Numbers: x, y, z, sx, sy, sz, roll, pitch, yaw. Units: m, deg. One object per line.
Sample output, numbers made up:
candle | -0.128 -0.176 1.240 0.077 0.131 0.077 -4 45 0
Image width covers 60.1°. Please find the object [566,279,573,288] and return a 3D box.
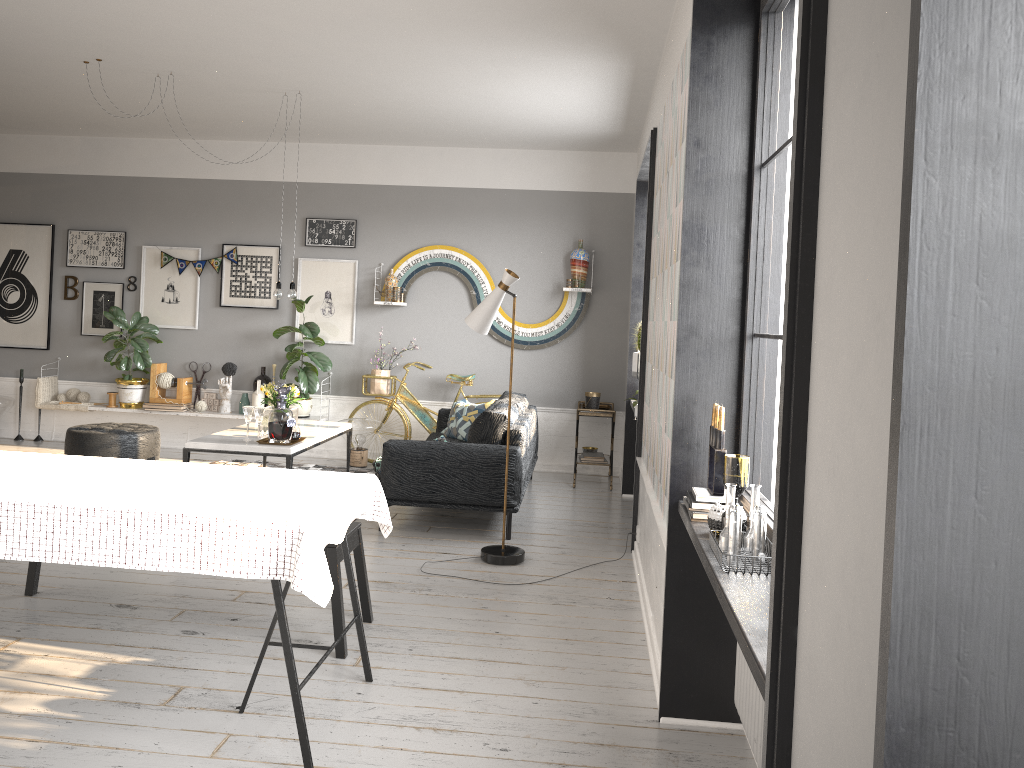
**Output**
object | 0.523 -0.914 8.057 0.060 0.079 0.060 2 2 -6

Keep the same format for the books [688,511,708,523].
books | 0.668 0.428 2.941 0.162 0.011 0.268 3 4 8

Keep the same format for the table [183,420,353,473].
table | -1.729 0.600 6.468 0.732 0.510 1.459 3 4 5

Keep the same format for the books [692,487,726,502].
books | 0.660 0.365 2.904 0.124 0.017 0.154 3 4 6

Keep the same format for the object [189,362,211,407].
object | -3.022 0.018 8.550 0.221 0.463 0.019 3 0 5

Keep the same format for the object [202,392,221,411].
object | -2.853 0.172 8.498 0.265 0.173 0.078 3 1 11

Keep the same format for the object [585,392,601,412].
object | 0.690 0.155 7.624 0.142 0.160 0.138 5 3 43

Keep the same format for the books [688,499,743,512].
books | 0.672 0.400 2.930 0.174 0.011 0.216 3 4 11

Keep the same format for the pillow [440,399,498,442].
pillow | -0.323 0.283 7.377 0.443 0.361 0.801 2 4 -13

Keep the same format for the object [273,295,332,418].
object | -1.954 -0.258 8.272 0.568 1.149 0.415 4 1 45

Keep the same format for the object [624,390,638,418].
object | 0.833 0.138 5.626 0.246 0.203 0.171 3 2 7

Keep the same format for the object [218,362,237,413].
object | -2.698 0.034 8.390 0.155 0.483 0.136 3 1 5

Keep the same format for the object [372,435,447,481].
object | -0.681 0.559 6.178 0.490 0.328 0.668 3 3 0

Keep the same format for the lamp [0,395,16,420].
lamp | -5.030 0.325 8.512 0.433 0.437 0.432 4 3 27

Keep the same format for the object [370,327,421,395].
object | -1.105 -0.208 8.181 0.488 0.640 0.253 3 1 23

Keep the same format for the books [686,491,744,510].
books | 0.663 0.385 2.907 0.162 0.022 0.199 3 4 6

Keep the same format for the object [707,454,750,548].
object | 0.635 0.329 2.603 0.115 0.256 0.194 3 2 15

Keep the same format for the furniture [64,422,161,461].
furniture | -3.348 0.527 7.431 0.735 0.356 0.737 2 4 -8

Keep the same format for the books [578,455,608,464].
books | 0.707 0.659 7.736 0.230 0.016 0.286 3 4 -1

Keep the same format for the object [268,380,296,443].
object | -1.534 0.185 5.892 0.156 0.417 0.148 3 1 25

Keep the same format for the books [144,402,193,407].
books | -3.269 0.186 8.431 0.379 0.017 0.229 3 4 2

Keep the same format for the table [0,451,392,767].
table | -1.508 0.719 3.106 2.025 0.783 0.933 3 3 5

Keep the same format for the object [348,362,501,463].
object | -0.726 0.290 8.169 1.625 0.969 0.427 2 1 -3

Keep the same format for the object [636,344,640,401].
object | 1.048 -0.100 7.075 0.145 0.490 0.162 3 1 41

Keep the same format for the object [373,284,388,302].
object | -1.213 -0.846 8.200 0.197 0.165 0.060 5 2 39

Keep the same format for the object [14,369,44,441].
object | -4.695 0.200 8.623 0.279 0.700 0.092 3 0 -3

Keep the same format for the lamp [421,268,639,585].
lamp | 0.171 0.197 5.009 1.246 1.701 0.680 3 1 3

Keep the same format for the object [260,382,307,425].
object | -1.685 0.170 6.457 0.325 0.351 0.352 3 2 7

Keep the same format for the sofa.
sofa | -0.335 0.508 6.754 0.970 0.796 2.346 3 4 5

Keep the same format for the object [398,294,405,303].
object | -1.036 -0.804 8.277 0.062 0.081 0.062 2 2 -19

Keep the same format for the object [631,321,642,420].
object | 0.885 -0.105 5.794 0.228 0.670 0.236 2 1 -24

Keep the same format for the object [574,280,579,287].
object | 0.586 -0.908 8.017 0.050 0.058 0.050 3 2 -5

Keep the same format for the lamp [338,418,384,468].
lamp | -1.386 0.533 8.024 0.433 0.437 0.432 4 3 36

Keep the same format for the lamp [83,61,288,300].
lamp | -2.289 -1.396 6.255 1.394 1.535 0.074 2 1 -26

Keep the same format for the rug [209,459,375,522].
rug | -1.876 0.815 6.708 1.770 0.034 2.532 3 4 5

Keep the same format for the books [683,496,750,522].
books | 0.676 0.414 2.938 0.183 0.019 0.272 3 4 4

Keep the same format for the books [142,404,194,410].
books | -3.268 0.210 8.421 0.384 0.029 0.260 3 4 6

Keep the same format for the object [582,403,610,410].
object | 0.758 0.203 7.974 0.247 0.015 0.319 3 4 5

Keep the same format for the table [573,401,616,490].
table | 0.728 0.528 7.824 0.339 0.679 0.744 3 2 5

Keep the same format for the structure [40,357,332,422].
structure | -3.122 0.062 8.442 2.776 0.486 0.308 3 2 5

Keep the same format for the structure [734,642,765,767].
structure | 0.726 0.897 2.273 0.149 0.427 1.226 3 4 3

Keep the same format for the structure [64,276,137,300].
structure | -4.030 -0.940 8.670 0.739 0.263 0.024 3 0 5

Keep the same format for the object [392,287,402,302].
object | -1.066 -0.828 8.201 0.086 0.139 0.086 3 1 -2

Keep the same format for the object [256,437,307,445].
object | -1.549 0.381 5.958 0.247 0.015 0.319 3 4 5

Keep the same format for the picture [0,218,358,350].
picture | -5.288 -0.962 6.757 7.294 1.793 4.048 3 4 5

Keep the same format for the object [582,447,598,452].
object | 0.703 0.613 7.983 0.145 0.073 0.146 2 4 -9

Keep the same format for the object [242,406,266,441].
object | -1.743 0.268 5.963 0.168 0.227 0.082 3 1 17

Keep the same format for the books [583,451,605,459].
books | 0.714 0.622 7.747 0.177 0.013 0.294 3 4 2

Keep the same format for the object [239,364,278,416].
object | -2.386 0.048 8.346 0.285 0.488 0.332 2 2 -35

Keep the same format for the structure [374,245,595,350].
structure | -0.268 -0.813 8.192 2.022 0.955 0.267 3 1 5

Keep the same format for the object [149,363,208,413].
object | -3.142 0.035 8.414 0.546 0.440 0.239 3 1 5

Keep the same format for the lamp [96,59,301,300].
lamp | -2.170 -1.385 6.184 1.394 1.535 0.074 2 1 -26

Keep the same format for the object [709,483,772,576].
object | 0.621 0.379 2.356 0.153 0.192 0.268 3 3 5

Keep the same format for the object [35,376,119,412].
object | -4.135 0.103 8.509 0.785 0.306 0.329 3 2 6

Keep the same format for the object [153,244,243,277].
object | -3.047 -1.201 8.553 0.914 0.339 0.057 3 0 5

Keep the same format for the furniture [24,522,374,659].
furniture | -1.474 0.827 3.894 1.669 0.455 0.466 3 2 5

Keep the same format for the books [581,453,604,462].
books | 0.705 0.639 7.746 0.201 0.022 0.298 3 4 6

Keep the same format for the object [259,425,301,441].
object | -1.597 0.339 6.080 0.279 0.087 0.247 1 4 -17

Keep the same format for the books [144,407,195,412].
books | -3.257 0.234 8.425 0.368 0.021 0.297 3 4 0

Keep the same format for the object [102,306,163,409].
object | -3.608 -0.251 8.395 0.510 0.963 0.546 2 1 -10
